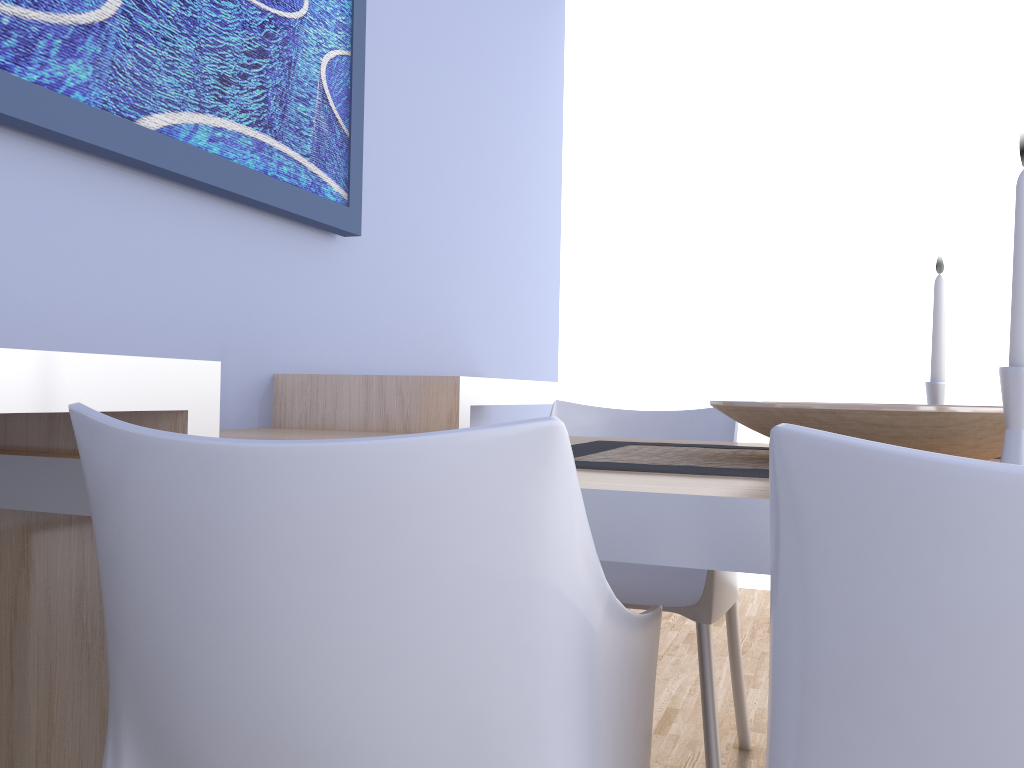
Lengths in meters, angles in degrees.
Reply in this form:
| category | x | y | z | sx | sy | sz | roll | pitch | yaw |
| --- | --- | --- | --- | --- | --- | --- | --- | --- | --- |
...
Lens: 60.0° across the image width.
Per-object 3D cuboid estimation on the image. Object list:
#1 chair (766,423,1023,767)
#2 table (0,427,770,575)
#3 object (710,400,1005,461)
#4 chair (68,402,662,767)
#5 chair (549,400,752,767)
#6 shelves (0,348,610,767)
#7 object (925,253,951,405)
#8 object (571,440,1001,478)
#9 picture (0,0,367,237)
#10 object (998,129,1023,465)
| category | x | y | z | sx | sy | sz | roll | pitch | yaw |
| --- | --- | --- | --- | --- | --- | --- | --- | --- | --- |
| chair | 0.419 | 0.427 | 0.634 | 0.510 | 0.793 | 0.486 | 1 | -1 | 20 |
| table | 0.416 | 0.470 | 1.244 | 2.340 | 0.718 | 1.002 | 1 | -1 | 20 |
| object | 0.523 | 0.068 | 1.217 | 0.493 | 0.081 | 0.493 | 1 | -1 | 39 |
| chair | -0.120 | 0.418 | 0.832 | 0.510 | 0.793 | 0.486 | 1 | -1 | 20 |
| chair | 0.243 | 0.436 | 1.921 | 0.510 | 0.793 | 0.486 | 1 | -1 | 20 |
| shelves | -0.560 | 0.389 | 1.314 | 0.463 | 0.840 | 3.901 | 1 | -1 | 20 |
| object | 0.744 | -0.055 | 1.547 | 0.045 | 0.349 | 0.045 | 1 | -1 | 20 |
| object | 0.526 | 0.111 | 1.219 | 0.986 | 0.005 | 0.594 | 1 | -1 | 20 |
| picture | -0.608 | -0.832 | 1.653 | 0.049 | 0.901 | 1.252 | 1 | -1 | 20 |
| object | 0.482 | -0.067 | 0.834 | 0.045 | 0.349 | 0.045 | 1 | -1 | -28 |
